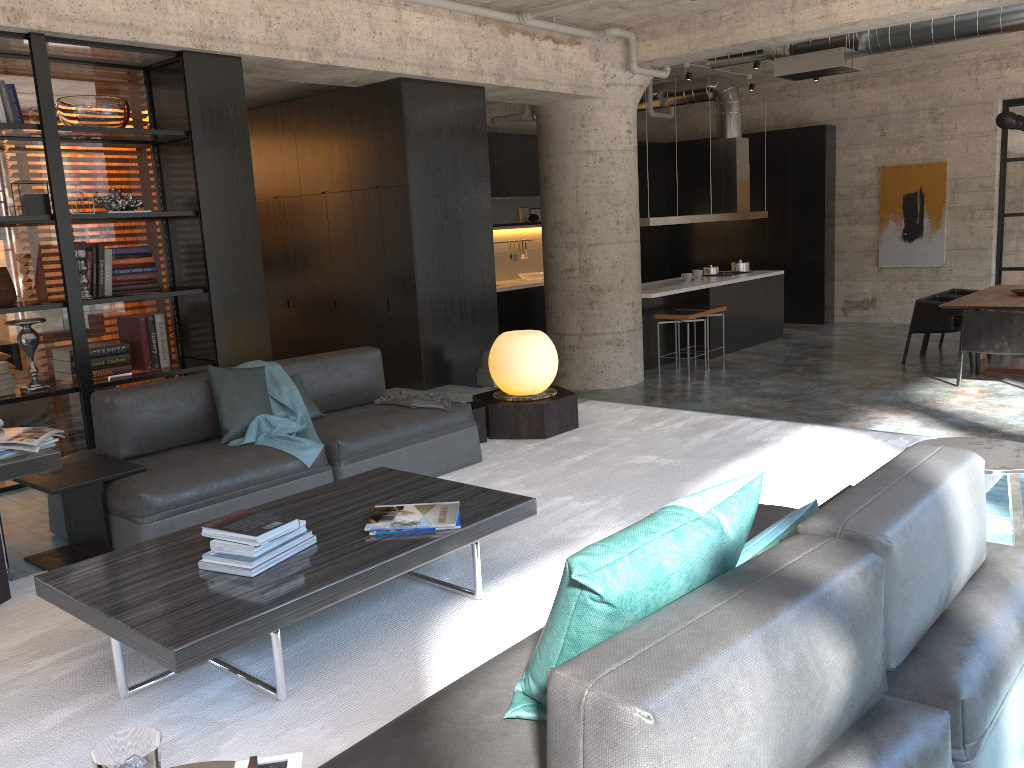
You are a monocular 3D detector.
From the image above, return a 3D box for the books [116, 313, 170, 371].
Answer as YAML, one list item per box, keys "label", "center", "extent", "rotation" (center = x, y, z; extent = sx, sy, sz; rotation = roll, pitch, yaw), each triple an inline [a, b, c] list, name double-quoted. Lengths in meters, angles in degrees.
- label: "books"
  center: [-2.496, -0.288, 6.013]
  extent: [0.277, 0.362, 0.191]
  rotation: [4, 13, 36]

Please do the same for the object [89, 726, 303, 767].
- label: "object"
  center: [-0.433, 0.531, 1.172]
  extent: [0.287, 0.096, 0.206]
  rotation: [-5, 10, -8]

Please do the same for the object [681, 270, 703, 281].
- label: "object"
  center: [2.384, -1.440, 11.712]
  extent: [0.188, 0.133, 0.437]
  rotation: [6, 14, 41]

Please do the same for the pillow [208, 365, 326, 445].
- label: "pillow"
  center: [-1.252, 0.073, 4.568]
  extent: [0.670, 0.393, 0.320]
  rotation: [-12, 14, -42]

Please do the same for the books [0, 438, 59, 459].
- label: "books"
  center: [-2.039, 0.259, 3.550]
  extent: [0.252, 0.011, 0.318]
  rotation: [0, 11, 18]

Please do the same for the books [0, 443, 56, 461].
- label: "books"
  center: [-2.049, 0.273, 3.540]
  extent: [0.252, 0.011, 0.318]
  rotation: [2, 12, 27]

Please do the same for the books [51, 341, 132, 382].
- label: "books"
  center: [-2.738, -0.150, 5.785]
  extent: [0.274, 0.197, 0.393]
  rotation: [6, 14, 40]

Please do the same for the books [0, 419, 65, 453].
- label: "books"
  center: [-2.015, 0.216, 3.592]
  extent: [0.273, 0.109, 0.322]
  rotation: [-5, 10, -9]

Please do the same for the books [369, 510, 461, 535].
- label: "books"
  center: [-0.349, 0.491, 3.224]
  extent: [0.318, 0.011, 0.252]
  rotation: [-4, 10, -4]

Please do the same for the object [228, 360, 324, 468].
- label: "object"
  center: [-1.280, 0.131, 4.600]
  extent: [0.444, 0.438, 0.985]
  rotation: [-7, 11, -22]

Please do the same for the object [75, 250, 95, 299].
- label: "object"
  center: [-2.659, -0.676, 5.487]
  extent: [0.099, 0.301, 0.099]
  rotation: [4, 13, 35]

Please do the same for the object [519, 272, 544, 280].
- label: "object"
  center: [0.348, -1.653, 13.621]
  extent: [0.490, 0.093, 0.490]
  rotation: [5, 13, 38]

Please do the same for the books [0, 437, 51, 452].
- label: "books"
  center: [-2.065, 0.242, 3.534]
  extent: [0.252, 0.011, 0.318]
  rotation: [1, 11, 22]

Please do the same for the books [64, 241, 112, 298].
- label: "books"
  center: [-2.712, -0.733, 5.672]
  extent: [0.216, 0.354, 0.256]
  rotation: [6, 14, 40]

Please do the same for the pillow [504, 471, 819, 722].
- label: "pillow"
  center: [0.424, 0.395, 1.958]
  extent: [1.042, 0.466, 0.349]
  rotation: [-11, 13, -38]

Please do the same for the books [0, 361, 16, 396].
- label: "books"
  center: [-3.123, -0.021, 5.216]
  extent: [0.306, 0.188, 0.257]
  rotation: [-2, 10, 6]

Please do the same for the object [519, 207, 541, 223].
- label: "object"
  center: [0.350, -2.647, 13.816]
  extent: [0.334, 0.240, 0.462]
  rotation: [5, 13, 38]

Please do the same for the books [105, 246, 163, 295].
- label: "books"
  center: [-2.602, -0.766, 5.956]
  extent: [0.303, 0.303, 0.378]
  rotation: [6, 14, 42]

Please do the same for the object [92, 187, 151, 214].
- label: "object"
  center: [-2.594, -1.204, 5.842]
  extent: [0.323, 0.177, 0.322]
  rotation: [6, 14, 40]

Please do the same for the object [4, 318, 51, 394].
- label: "object"
  center: [-2.851, -0.166, 5.256]
  extent: [0.218, 0.433, 0.218]
  rotation: [4, 12, 33]

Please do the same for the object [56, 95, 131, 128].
- label: "object"
  center: [-2.672, -1.707, 5.682]
  extent: [0.430, 0.217, 0.434]
  rotation: [7, 14, 43]

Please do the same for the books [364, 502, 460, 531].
- label: "books"
  center: [-0.357, 0.480, 3.227]
  extent: [0.318, 0.011, 0.252]
  rotation: [-3, 10, 1]

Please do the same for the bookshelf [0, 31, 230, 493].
- label: "bookshelf"
  center: [-3.163, -0.663, 5.082]
  extent: [0.628, 2.571, 2.900]
  rotation: [6, 14, 40]

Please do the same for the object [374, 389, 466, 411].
- label: "object"
  center: [-0.508, 0.129, 5.133]
  extent: [0.433, 0.185, 0.429]
  rotation: [5, 13, 37]

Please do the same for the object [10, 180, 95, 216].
- label: "object"
  center: [-2.747, -1.114, 5.323]
  extent: [0.409, 0.200, 0.200]
  rotation: [-11, 13, -38]

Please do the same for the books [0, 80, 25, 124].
- label: "books"
  center: [-2.995, -1.631, 5.110]
  extent: [0.221, 0.298, 0.258]
  rotation: [6, 14, 40]

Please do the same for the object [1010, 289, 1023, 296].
- label: "object"
  center: [5.605, -1.000, 9.538]
  extent: [0.435, 0.079, 0.435]
  rotation: [-5, 10, -12]

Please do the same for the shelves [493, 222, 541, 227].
- label: "shelves"
  center: [0.075, -2.438, 13.546]
  extent: [0.403, 0.043, 4.362]
  rotation: [6, 14, 40]

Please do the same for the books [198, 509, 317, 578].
- label: "books"
  center: [-0.869, 0.515, 2.962]
  extent: [0.279, 0.116, 0.322]
  rotation: [2, 11, 26]

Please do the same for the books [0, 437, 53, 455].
- label: "books"
  center: [-2.057, 0.251, 3.541]
  extent: [0.252, 0.011, 0.318]
  rotation: [0, 11, 18]

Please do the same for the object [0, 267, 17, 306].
- label: "object"
  center: [-3.098, -0.586, 5.339]
  extent: [0.190, 0.230, 0.189]
  rotation: [-4, 10, -3]
